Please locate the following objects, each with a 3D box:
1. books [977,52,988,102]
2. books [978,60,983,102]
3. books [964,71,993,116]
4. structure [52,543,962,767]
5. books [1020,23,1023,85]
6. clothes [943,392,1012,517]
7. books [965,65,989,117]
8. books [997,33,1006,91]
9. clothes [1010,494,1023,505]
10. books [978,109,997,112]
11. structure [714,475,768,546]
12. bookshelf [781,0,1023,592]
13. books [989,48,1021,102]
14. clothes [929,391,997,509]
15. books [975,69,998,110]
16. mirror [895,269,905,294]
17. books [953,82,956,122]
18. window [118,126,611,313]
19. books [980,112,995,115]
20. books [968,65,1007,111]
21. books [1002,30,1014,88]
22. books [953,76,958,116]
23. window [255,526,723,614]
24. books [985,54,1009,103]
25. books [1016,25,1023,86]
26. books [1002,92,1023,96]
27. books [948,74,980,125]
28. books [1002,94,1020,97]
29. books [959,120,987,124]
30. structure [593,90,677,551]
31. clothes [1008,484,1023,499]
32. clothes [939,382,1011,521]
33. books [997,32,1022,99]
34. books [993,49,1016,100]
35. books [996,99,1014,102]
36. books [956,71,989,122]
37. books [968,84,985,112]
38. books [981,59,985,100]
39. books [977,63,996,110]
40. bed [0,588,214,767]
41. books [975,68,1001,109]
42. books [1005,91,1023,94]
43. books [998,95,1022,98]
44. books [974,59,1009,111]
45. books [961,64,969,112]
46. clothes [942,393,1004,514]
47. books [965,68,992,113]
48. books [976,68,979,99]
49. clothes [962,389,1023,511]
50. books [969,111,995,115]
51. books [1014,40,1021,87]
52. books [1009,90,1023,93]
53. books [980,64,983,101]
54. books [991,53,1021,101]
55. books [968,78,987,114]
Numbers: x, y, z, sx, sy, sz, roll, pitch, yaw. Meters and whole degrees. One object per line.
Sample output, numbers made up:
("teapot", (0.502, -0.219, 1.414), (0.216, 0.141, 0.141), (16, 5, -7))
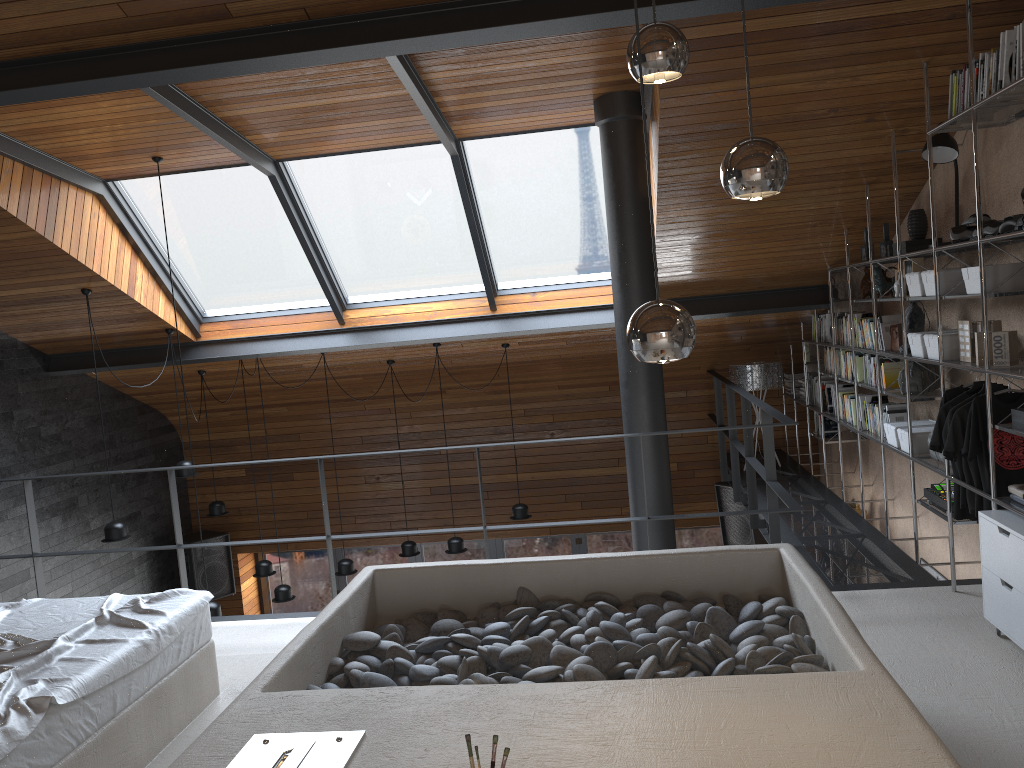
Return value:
("books", (2.119, -1.342, 3.905), (0.122, 0.227, 0.076), (-5, 4, 7))
("books", (2.113, -1.326, 3.897), (0.111, 0.194, 0.059), (-5, 4, 7))
("books", (2.151, -1.344, 4.081), (0.127, 0.197, 0.063), (-5, 4, 7))
("structure", (-1.236, 0.968, 2.693), (4.614, 1.120, 2.634), (-5, 4, 7))
("books", (2.095, -1.316, 3.514), (0.148, 0.234, 0.033), (-5, 4, 7))
("clothes", (2.301, 0.336, 4.215), (0.488, 0.586, 0.074), (-5, 4, 0))
("books", (2.164, -1.360, 4.096), (0.129, 0.226, 0.069), (-5, 4, 7))
("books", (2.091, -1.331, 3.664), (0.148, 0.229, 0.073), (-5, 4, 7))
("clothes", (2.308, 0.490, 3.828), (0.248, 0.043, 0.190), (-4, 4, 16))
("books", (2.142, -1.340, 3.999), (0.125, 0.204, 0.072), (-5, 4, 7))
("structure", (2.424, 1.317, 9.047), (0.488, 0.735, 0.461), (-8, 5, -33))
("bookshelf", (2.347, 0.761, 3.703), (0.421, 6.218, 10.740), (-5, 4, 7))
("books", (2.118, -1.330, 3.799), (0.133, 0.215, 0.070), (-5, 4, 7))
("clothes", (2.323, 0.321, 4.400), (0.488, 0.586, 0.074), (-5, 4, 0))
("books", (2.124, -1.321, 3.963), (0.112, 0.173, 0.054), (-5, 4, 7))
("mirror", (2.431, -0.626, 5.463), (0.069, 0.168, 0.130), (-7, 4, -23))
("books", (2.178, -1.354, 4.238), (0.131, 0.178, 0.057), (-5, 4, 7))
("window", (-0.923, -1.240, 6.908), (3.818, 1.031, 1.213), (-5, 4, 7))
("books", (2.168, -1.348, 4.089), (0.130, 0.201, 0.063), (-5, 4, 7))
("books", (2.170, -1.352, 4.044), (0.177, 0.214, 0.064), (-5, 4, 7))
("books", (2.086, -1.327, 3.618), (0.148, 0.229, 0.073), (-5, 4, 7))
("books", (2.181, -1.365, 4.222), (0.149, 0.202, 0.067), (-5, 4, 7))
("window", (-0.139, 2.383, 10.286), (5.936, 1.521, 0.101), (-5, 4, 7))
("books", (2.124, -1.328, 3.843), (0.131, 0.202, 0.068), (-5, 4, 7))
("books", (2.092, -1.316, 3.537), (0.148, 0.233, 0.053), (-5, 4, 7))
("books", (2.116, -1.321, 3.697), (0.155, 0.212, 0.073), (-5, 4, 7))
("books", (2.183, -1.376, 4.271), (0.148, 0.229, 0.073), (-5, 4, 7))
("books", (2.123, -1.315, 3.718), (0.137, 0.197, 0.063), (-5, 4, 7))
("books", (2.205, -1.376, 4.254), (0.148, 0.229, 0.073), (-5, 4, 7))
("structure", (0.898, 1.017, 5.552), (1.197, 5.699, 1.689), (-5, 4, 7))
("clothes", (2.291, 0.460, 3.826), (0.221, 0.050, 0.196), (-4, 4, 10))
("clothes", (2.346, 0.338, 4.440), (0.424, 0.689, 0.090), (-5, 4, 6))
("books", (2.129, -1.349, 3.738), (0.143, 0.264, 0.088), (-5, 4, 7))
("books", (2.117, -1.321, 3.771), (0.123, 0.201, 0.071), (-5, 4, 7))
("books", (2.129, -1.321, 3.829), (0.120, 0.186, 0.064), (-5, 4, 7))
("books", (2.187, -1.371, 4.204), (0.148, 0.229, 0.073), (-5, 4, 7))
("books", (2.136, -1.324, 4.023), (0.119, 0.169, 0.058), (-5, 4, 7))
("books", (2.126, -1.325, 3.874), (0.138, 0.189, 0.065), (-5, 4, 7))
("books", (2.126, -1.331, 3.950), (0.111, 0.194, 0.059), (-5, 4, 7))
("bed", (-2.261, 1.158, 2.832), (2.011, 0.484, 1.826), (-5, 4, 7))
("books", (2.130, -1.326, 3.971), (0.117, 0.180, 0.059), (-5, 4, 7))
("books", (2.117, -1.318, 3.653), (0.164, 0.214, 0.066), (-5, 4, 7))
("books", (2.112, -1.324, 3.731), (0.117, 0.218, 0.073), (-5, 4, 7))
("books", (2.149, -1.347, 3.976), (0.161, 0.220, 0.074), (-5, 4, 7))
("books", (2.162, -1.366, 4.111), (0.143, 0.233, 0.081), (-5, 4, 7))
("clothes", (2.340, 0.328, 4.276), (0.488, 0.586, 0.074), (-5, 4, 0))
("books", (2.135, -1.340, 4.042), (0.127, 0.197, 0.063), (-5, 4, 7))
("books", (2.116, -1.317, 3.937), (0.111, 0.171, 0.056), (-5, 4, 7))
("clothes", (2.303, 0.369, 4.076), (0.424, 0.689, 0.090), (-5, 4, 6))
("books", (2.156, -1.343, 4.062), (0.139, 0.199, 0.074), (-5, 4, 7))
("books", (2.098, -1.299, 3.577), (0.131, 0.178, 0.057), (-5, 4, 7))
("books", (2.117, -1.318, 3.643), (0.170, 0.214, 0.065), (-5, 4, 8))
("books", (2.116, -1.315, 3.892), (0.112, 0.173, 0.054), (-5, 4, 7))
("books", (2.120, -1.318, 3.788), (0.126, 0.194, 0.064), (-5, 4, 7))
("books", (2.141, -1.339, 4.030), (0.127, 0.197, 0.063), (-5, 4, 7))
